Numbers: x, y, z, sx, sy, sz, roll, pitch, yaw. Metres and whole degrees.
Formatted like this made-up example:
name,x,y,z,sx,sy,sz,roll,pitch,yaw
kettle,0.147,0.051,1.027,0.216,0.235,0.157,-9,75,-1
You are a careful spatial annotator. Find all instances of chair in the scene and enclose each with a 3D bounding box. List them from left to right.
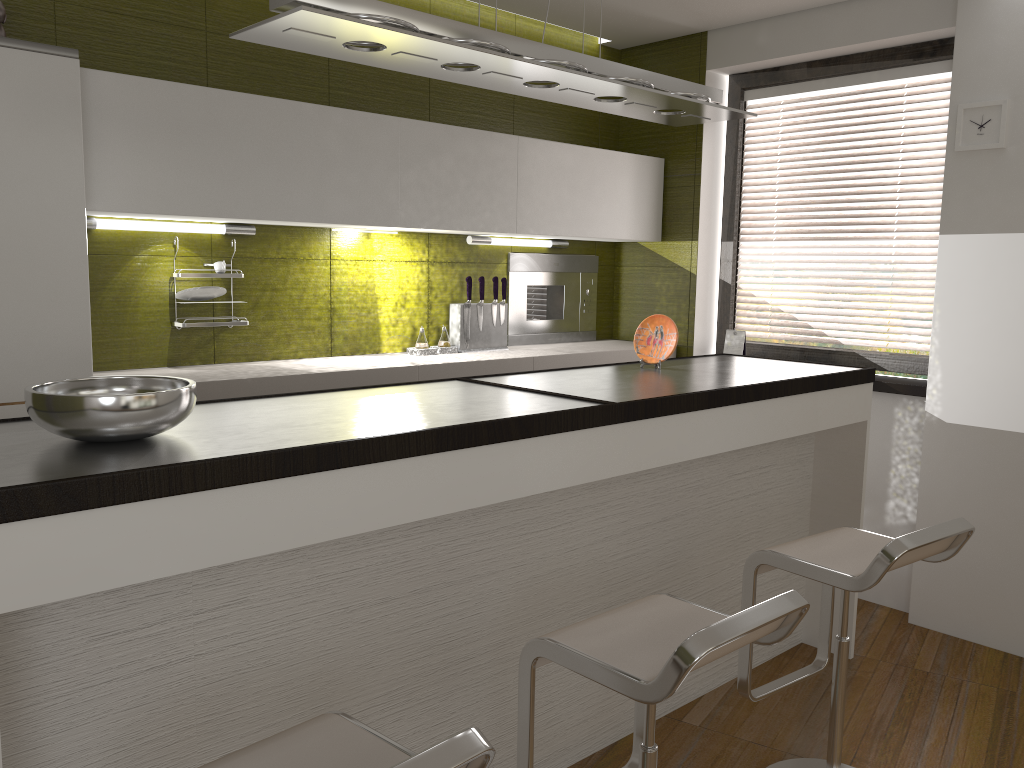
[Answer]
name,x,y,z,sx,sy,sz,roll,pitch,yaw
chair,-0.320,0.886,1.282,0.460,0.857,0.418,8,10,42
chair,0.300,0.822,1.855,0.418,0.857,0.460,-6,10,-42
chair,0.920,0.758,2.428,0.418,0.857,0.460,-5,9,-37

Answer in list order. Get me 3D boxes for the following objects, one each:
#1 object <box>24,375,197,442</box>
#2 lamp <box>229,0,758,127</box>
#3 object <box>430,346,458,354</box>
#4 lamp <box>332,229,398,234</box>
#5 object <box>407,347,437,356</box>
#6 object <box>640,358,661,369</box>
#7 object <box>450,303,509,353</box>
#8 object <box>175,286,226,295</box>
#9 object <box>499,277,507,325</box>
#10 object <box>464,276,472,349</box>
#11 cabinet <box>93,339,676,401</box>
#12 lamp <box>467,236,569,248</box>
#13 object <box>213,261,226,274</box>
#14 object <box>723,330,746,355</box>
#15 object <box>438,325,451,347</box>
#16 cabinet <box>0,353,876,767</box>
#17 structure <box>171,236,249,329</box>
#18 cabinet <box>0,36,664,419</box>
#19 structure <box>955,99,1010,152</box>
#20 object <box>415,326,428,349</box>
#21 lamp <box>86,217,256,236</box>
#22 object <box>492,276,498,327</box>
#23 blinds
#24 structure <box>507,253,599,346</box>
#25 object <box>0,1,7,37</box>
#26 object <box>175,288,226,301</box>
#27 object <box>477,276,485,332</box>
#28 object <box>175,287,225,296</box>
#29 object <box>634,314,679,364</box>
name,x,y,z,sx,sy,sz,roll,pitch,yaw
object,-0.793,0.053,1.768,0.311,0.105,0.311,-3,9,-30
lamp,0.088,-1.169,2.421,1.677,0.683,0.326,-6,10,-43
object,-0.312,-0.158,4.085,0.107,0.032,0.107,-3,9,-31
lamp,-0.635,-0.662,3.850,0.334,0.008,0.008,-6,10,-43
object,-0.405,-0.146,3.983,0.107,0.032,0.107,-6,10,-42
object,0.517,-0.124,3.196,0.088,0.131,0.072,8,10,42
object,-0.157,-0.268,4.208,0.293,0.227,0.107,-6,10,-42
object,-1.155,-0.338,3.293,0.181,0.052,0.173,-6,10,-43
object,-0.045,-0.394,4.239,0.040,0.231,0.013,-6,10,-42
object,-0.207,-0.328,4.097,0.046,0.339,0.013,-6,10,-42
cabinet,-0.373,0.421,3.944,2.940,1.086,0.465,-6,10,-43
lamp,0.043,-0.706,4.419,0.716,0.041,0.095,-6,10,-43
object,-1.113,-0.443,3.375,0.046,0.053,0.051,0,8,-11
object,1.126,-0.186,4.479,0.106,0.169,0.057,8,10,41
object,-0.311,-0.212,4.078,0.059,0.121,0.059,3,8,14
cabinet,0.038,0.578,2.616,2.947,1.134,0.663,-6,10,-43
structure,-1.139,-0.378,3.346,0.266,0.346,0.110,-6,10,-43
cabinet,-0.643,-0.070,3.788,3.471,2.089,0.724,-6,10,-43
structure,1.818,-0.997,3.430,0.026,0.180,0.180,-6,10,-43
object,-0.404,-0.200,3.976,0.059,0.121,0.059,1,7,3
lamp,-1.277,-0.575,3.240,0.715,0.041,0.041,-6,10,-43
object,-0.082,-0.389,4.205,0.036,0.243,0.013,-6,10,-42
blinds,1.780,-3.837,7.998,16.000,12.704,9.030,1,8,-3
structure,0.227,-0.446,4.678,0.663,0.469,0.015,-6,10,-43
object,-1.617,-1.231,2.606,0.304,0.488,0.195,8,10,44
object,-1.154,-0.332,3.292,0.181,0.052,0.173,-6,10,-43
object,-0.148,-0.371,4.146,0.042,0.264,0.013,-6,10,-42
object,-1.154,-0.335,3.293,0.181,0.052,0.173,-6,10,-43
object,0.518,-0.162,3.192,0.184,0.178,0.055,8,10,43
